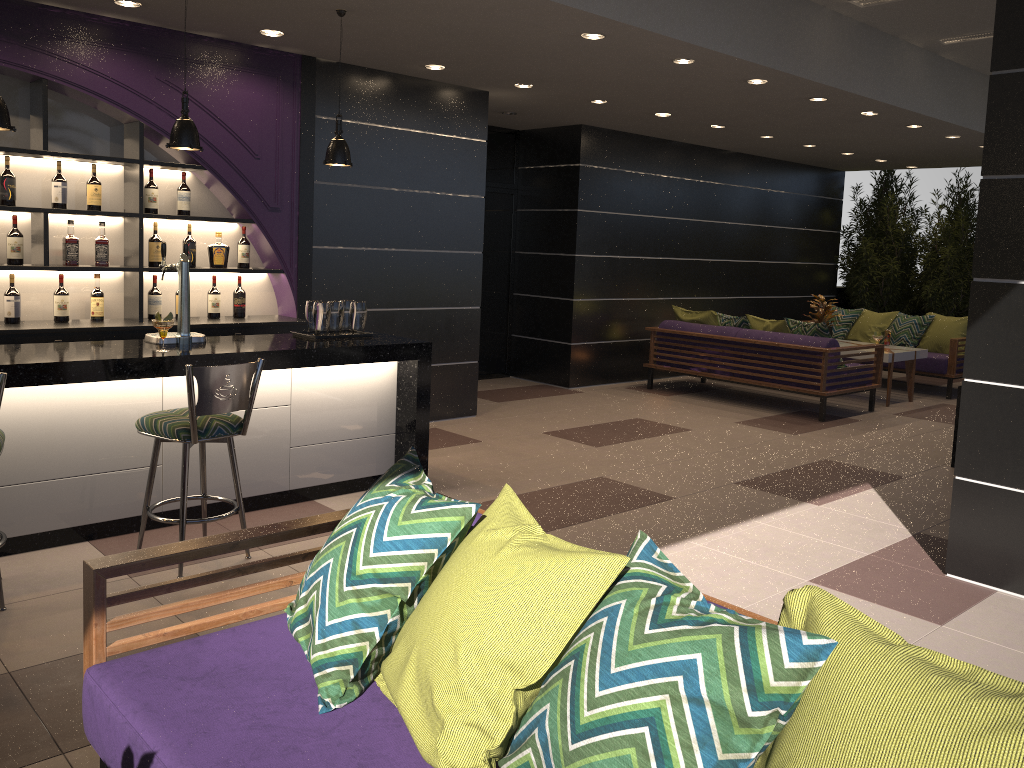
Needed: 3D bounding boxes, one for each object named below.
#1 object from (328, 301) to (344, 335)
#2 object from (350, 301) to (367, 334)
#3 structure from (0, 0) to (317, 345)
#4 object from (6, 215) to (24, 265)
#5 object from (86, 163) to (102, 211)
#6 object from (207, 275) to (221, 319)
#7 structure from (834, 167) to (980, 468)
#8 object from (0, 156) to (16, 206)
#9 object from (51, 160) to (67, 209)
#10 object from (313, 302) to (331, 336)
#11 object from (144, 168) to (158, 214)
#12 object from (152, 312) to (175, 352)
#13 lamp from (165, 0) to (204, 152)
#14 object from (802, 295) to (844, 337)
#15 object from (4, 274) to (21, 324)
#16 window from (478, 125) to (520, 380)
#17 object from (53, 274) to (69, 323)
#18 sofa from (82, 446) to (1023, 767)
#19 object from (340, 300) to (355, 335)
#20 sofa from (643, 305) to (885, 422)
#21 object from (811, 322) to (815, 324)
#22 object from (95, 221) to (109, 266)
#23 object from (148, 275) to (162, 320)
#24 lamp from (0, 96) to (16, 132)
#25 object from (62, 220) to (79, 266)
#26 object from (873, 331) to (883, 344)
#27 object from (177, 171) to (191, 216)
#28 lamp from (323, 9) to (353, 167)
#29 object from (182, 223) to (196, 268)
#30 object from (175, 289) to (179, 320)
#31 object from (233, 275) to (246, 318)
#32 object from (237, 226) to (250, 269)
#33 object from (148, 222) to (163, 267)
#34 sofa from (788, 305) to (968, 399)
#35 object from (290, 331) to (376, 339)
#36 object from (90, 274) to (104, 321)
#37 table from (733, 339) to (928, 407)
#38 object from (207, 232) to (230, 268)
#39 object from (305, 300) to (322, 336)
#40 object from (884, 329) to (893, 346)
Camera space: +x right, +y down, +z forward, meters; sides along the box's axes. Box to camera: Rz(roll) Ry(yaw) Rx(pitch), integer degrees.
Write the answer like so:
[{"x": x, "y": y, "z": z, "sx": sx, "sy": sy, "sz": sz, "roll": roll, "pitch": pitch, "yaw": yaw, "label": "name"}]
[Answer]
[{"x": -1.061, "y": -0.392, "z": 5.315, "sx": 0.105, "sy": 0.208, "sz": 0.106, "roll": -2, "pitch": 8, "yaw": -37, "label": "object"}, {"x": -0.931, "y": -0.394, "z": 5.363, "sx": 0.105, "sy": 0.208, "sz": 0.106, "roll": -2, "pitch": 8, "yaw": -37, "label": "object"}, {"x": -3.191, "y": -0.795, "z": 4.906, "sx": 4.637, "sy": 2.744, "sz": 0.533, "roll": -5, "pitch": 9, "yaw": -42, "label": "structure"}, {"x": -2.948, "y": -0.853, "z": 5.250, "sx": 0.086, "sy": 0.297, "sz": 0.087, "roll": 3, "pitch": 6, "yaw": 6, "label": "object"}, {"x": -2.618, "y": -1.229, "z": 5.544, "sx": 0.086, "sy": 0.297, "sz": 0.087, "roll": 3, "pitch": 6, "yaw": 6, "label": "object"}, {"x": -2.055, "y": -0.601, "z": 6.106, "sx": 0.086, "sy": 0.297, "sz": 0.087, "roll": 3, "pitch": 6, "yaw": 6, "label": "object"}, {"x": -1.206, "y": -0.566, "z": 2.787, "sx": 24.766, "sy": 3.103, "sz": 7.857, "roll": -6, "pitch": 12, "yaw": -42, "label": "structure"}, {"x": -2.973, "y": -1.194, "z": 5.217, "sx": 0.086, "sy": 0.296, "sz": 0.087, "roll": 3, "pitch": 6, "yaw": 6, "label": "object"}, {"x": -2.765, "y": -1.223, "z": 5.408, "sx": 0.087, "sy": 0.313, "sz": 0.104, "roll": -2, "pitch": 7, "yaw": -37, "label": "object"}, {"x": -1.117, "y": -0.376, "z": 5.199, "sx": 0.105, "sy": 0.208, "sz": 0.106, "roll": -2, "pitch": 8, "yaw": -37, "label": "object"}, {"x": -2.360, "y": -1.258, "z": 5.789, "sx": 0.086, "sy": 0.297, "sz": 0.087, "roll": 3, "pitch": 6, "yaw": 6, "label": "object"}, {"x": -1.701, "y": -0.257, "z": 4.317, "sx": 0.105, "sy": 0.196, "sz": 0.106, "roll": 1, "pitch": 6, "yaw": -14, "label": "object"}, {"x": -1.634, "y": -1.610, "z": 4.428, "sx": 0.163, "sy": 0.859, "sz": 0.164, "roll": 2, "pitch": 6, "yaw": 0, "label": "lamp"}, {"x": 3.503, "y": -0.744, "z": 10.019, "sx": 0.425, "sy": 0.523, "sz": 0.433, "roll": -1, "pitch": 8, "yaw": -25, "label": "object"}, {"x": -2.970, "y": -0.515, "z": 5.263, "sx": 0.087, "sy": 0.313, "sz": 0.104, "roll": -2, "pitch": 7, "yaw": -37, "label": "object"}, {"x": -4.019, "y": -0.970, "z": 5.811, "sx": 11.564, "sy": 2.743, "sz": 1.951, "roll": -6, "pitch": 10, "yaw": -42, "label": "window"}, {"x": -2.776, "y": -0.529, "z": 5.452, "sx": 0.086, "sy": 0.297, "sz": 0.087, "roll": 3, "pitch": 6, "yaw": 6, "label": "object"}, {"x": 0.041, "y": 0.756, "z": 1.759, "sx": 1.121, "sy": 0.914, "sz": 2.137, "roll": -4, "pitch": 11, "yaw": -42, "label": "sofa"}, {"x": -1.014, "y": -0.410, "z": 5.442, "sx": 0.105, "sy": 0.208, "sz": 0.106, "roll": -2, "pitch": 8, "yaw": -37, "label": "object"}, {"x": 2.554, "y": -0.290, "z": 9.152, "sx": 1.121, "sy": 0.914, "sz": 2.137, "roll": -4, "pitch": 11, "yaw": -42, "label": "sofa"}, {"x": 3.552, "y": -0.644, "z": 10.500, "sx": 0.069, "sy": 0.180, "sz": 0.069, "roll": 1, "pitch": 6, "yaw": -15, "label": "object"}, {"x": -2.590, "y": -0.885, "z": 5.593, "sx": 0.083, "sy": 0.280, "sz": 0.083, "roll": 0, "pitch": 6, "yaw": -22, "label": "object"}, {"x": -2.353, "y": -0.570, "z": 5.830, "sx": 0.086, "sy": 0.296, "sz": 0.087, "roll": 3, "pitch": 6, "yaw": 6, "label": "object"}, {"x": -2.269, "y": -1.546, "z": 3.851, "sx": 0.163, "sy": 0.859, "sz": 0.164, "roll": 2, "pitch": 6, "yaw": 0, "label": "lamp"}, {"x": -2.736, "y": -0.875, "z": 5.487, "sx": 0.083, "sy": 0.280, "sz": 0.083, "roll": -3, "pitch": 8, "yaw": -42, "label": "object"}, {"x": 3.839, "y": -0.453, "z": 9.297, "sx": 0.106, "sy": 0.196, "sz": 0.106, "roll": 1, "pitch": 6, "yaw": -14, "label": "object"}, {"x": -2.198, "y": -1.273, "z": 5.927, "sx": 0.086, "sy": 0.296, "sz": 0.087, "roll": 3, "pitch": 6, "yaw": 6, "label": "object"}, {"x": -0.978, "y": -1.675, "z": 5.024, "sx": 0.163, "sy": 0.859, "sz": 0.164, "roll": 2, "pitch": 6, "yaw": 0, "label": "lamp"}, {"x": -2.162, "y": -0.926, "z": 5.931, "sx": 0.086, "sy": 0.296, "sz": 0.087, "roll": 3, "pitch": 6, "yaw": 6, "label": "object"}, {"x": -2.210, "y": -0.579, "z": 5.930, "sx": 0.086, "sy": 0.297, "sz": 0.087, "roll": 3, "pitch": 6, "yaw": 6, "label": "object"}, {"x": -1.915, "y": -0.613, "z": 6.218, "sx": 0.086, "sy": 0.297, "sz": 0.087, "roll": 3, "pitch": 6, "yaw": 6, "label": "object"}, {"x": -1.884, "y": -0.960, "z": 6.217, "sx": 0.086, "sy": 0.297, "sz": 0.087, "roll": 3, "pitch": 6, "yaw": 6, "label": "object"}, {"x": -2.327, "y": -0.909, "z": 5.778, "sx": 0.086, "sy": 0.297, "sz": 0.087, "roll": 3, "pitch": 6, "yaw": 6, "label": "object"}, {"x": 4.524, "y": -0.465, "z": 10.800, "sx": 1.121, "sy": 0.914, "sz": 2.137, "roll": -4, "pitch": 11, "yaw": -42, "label": "sofa"}, {"x": -1.080, "y": -0.302, "z": 5.347, "sx": 0.438, "sy": 0.018, "sz": 0.274, "roll": -6, "pitch": 12, "yaw": -42, "label": "object"}, {"x": -2.639, "y": -0.552, "z": 5.630, "sx": 0.080, "sy": 0.298, "sz": 0.080, "roll": -2, "pitch": 7, "yaw": -40, "label": "object"}, {"x": 3.477, "y": -0.212, "z": 10.072, "sx": 0.943, "sy": 0.550, "sz": 2.047, "roll": -5, "pitch": 11, "yaw": -42, "label": "table"}, {"x": -2.014, "y": -0.918, "z": 6.074, "sx": 0.151, "sy": 0.246, "sz": 0.095, "roll": 0, "pitch": 6, "yaw": -24, "label": "object"}, {"x": -1.181, "y": -0.392, "z": 5.286, "sx": 0.105, "sy": 0.208, "sz": 0.106, "roll": -2, "pitch": 8, "yaw": -37, "label": "object"}, {"x": 4.157, "y": -0.512, "z": 9.785, "sx": 0.067, "sy": 0.188, "sz": 0.085, "roll": 1, "pitch": 6, "yaw": -17, "label": "object"}]
